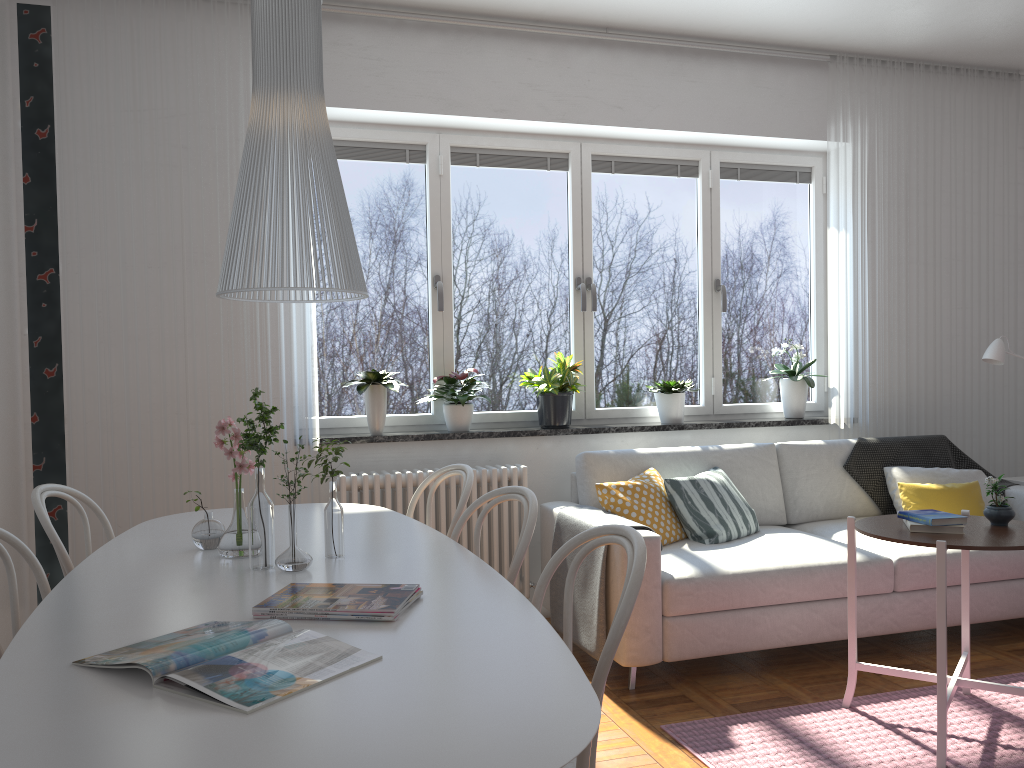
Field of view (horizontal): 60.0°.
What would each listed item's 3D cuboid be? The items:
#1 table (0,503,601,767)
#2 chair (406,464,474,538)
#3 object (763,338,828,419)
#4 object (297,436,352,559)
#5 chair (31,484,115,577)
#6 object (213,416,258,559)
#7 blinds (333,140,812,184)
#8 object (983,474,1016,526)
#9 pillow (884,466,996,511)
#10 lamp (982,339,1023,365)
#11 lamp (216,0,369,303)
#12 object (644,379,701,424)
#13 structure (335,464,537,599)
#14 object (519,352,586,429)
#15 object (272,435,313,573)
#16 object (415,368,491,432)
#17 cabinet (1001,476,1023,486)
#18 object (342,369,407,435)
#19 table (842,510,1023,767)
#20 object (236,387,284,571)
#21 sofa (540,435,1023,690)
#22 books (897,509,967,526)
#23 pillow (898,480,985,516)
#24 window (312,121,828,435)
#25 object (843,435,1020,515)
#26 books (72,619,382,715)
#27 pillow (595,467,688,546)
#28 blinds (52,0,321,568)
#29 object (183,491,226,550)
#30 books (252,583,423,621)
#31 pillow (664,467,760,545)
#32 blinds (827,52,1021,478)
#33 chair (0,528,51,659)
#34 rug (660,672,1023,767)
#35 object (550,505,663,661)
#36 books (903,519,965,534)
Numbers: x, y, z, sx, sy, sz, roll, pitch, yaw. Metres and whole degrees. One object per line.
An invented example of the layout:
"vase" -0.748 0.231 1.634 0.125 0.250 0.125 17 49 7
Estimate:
"table" -0.508 0.812 1.976 0.931 0.770 2.288 -1 1 -17
"chair" 0.983 0.478 3.612 3.693 1.343 0.447 -2 2 -32
"object" 1.546 -0.031 4.952 0.286 0.444 0.340 -2 1 -29
"object" -0.446 0.276 2.175 0.146 0.294 0.098 -1 2 17
"chair" -1.092 0.741 2.592 0.520 0.918 0.447 -1 2 -12
"object" -0.679 0.253 2.208 0.108 0.349 0.111 0 2 42
"blinds" 0.354 -1.161 4.669 2.844 0.098 0.015 -1 2 -17
"object" 1.632 0.387 2.975 0.108 0.175 0.096 -2 2 -38
"pillow" 2.149 0.544 4.407 0.532 0.259 0.301 -1 1 -3
"lamp" 1.256 0.480 3.152 0.332 1.347 4.590 0 2 43
"lamp" -0.444 -0.919 1.726 0.293 1.497 0.292 0 2 28
"object" 0.844 0.089 4.685 0.267 0.237 0.283 -2 1 -35
"structure" -0.366 0.703 4.122 0.972 0.624 0.224 -1 2 -17
"object" 0.204 0.030 4.469 0.333 0.385 0.299 -1 1 -2
"object" -0.500 0.272 2.018 0.084 0.308 0.084 0 2 28
"object" -0.266 0.078 4.356 0.380 0.309 0.371 -2 1 -42
"cabinet" 2.881 0.805 4.666 0.400 0.600 0.400 -1 1 -17
"object" -0.631 0.083 4.189 0.292 0.316 0.354 -2 1 -26
"table" 1.471 0.807 2.944 0.617 0.688 0.617 -1 1 -18
"object" -0.581 0.217 2.055 0.107 0.420 0.110 -2 2 -28
"sofa" 1.438 0.717 4.113 2.461 0.843 1.003 -1 1 -17
"books" 1.388 0.441 2.931 0.136 0.024 0.174 -1 1 -12
"pillow" 2.053 0.565 4.220 0.401 0.194 0.210 -1 1 1
"window" 0.376 -0.539 4.654 3.020 1.511 0.151 -1 2 -17
"object" 2.203 0.594 4.583 0.677 0.648 0.978 0 1 43
"books" -0.444 0.418 1.382 0.405 0.029 0.265 -1 1 33
"pillow" 0.592 0.552 3.940 0.313 0.318 0.464 0 1 41
"blinds" -1.370 -0.256 3.838 1.037 2.888 0.055 -2 2 -17
"object" -0.801 0.353 2.305 0.112 0.151 0.087 -1 1 6
"books" -0.329 0.416 1.698 0.278 0.022 0.204 -1 1 10
"pillow" 0.916 0.543 4.022 0.309 0.289 0.469 0 1 44
"blinds" 2.330 -0.339 4.962 1.292 2.888 0.055 -2 2 -17
"chair" -0.940 0.746 1.952 0.520 0.918 0.447 -2 2 -17
"rug" 2.022 1.145 2.241 2.457 0.008 2.365 -1 1 -17
"object" 0.373 0.808 3.694 0.288 0.534 0.608 -2 1 -17
"books" 1.401 0.465 2.953 0.162 0.026 0.209 -1 1 18
